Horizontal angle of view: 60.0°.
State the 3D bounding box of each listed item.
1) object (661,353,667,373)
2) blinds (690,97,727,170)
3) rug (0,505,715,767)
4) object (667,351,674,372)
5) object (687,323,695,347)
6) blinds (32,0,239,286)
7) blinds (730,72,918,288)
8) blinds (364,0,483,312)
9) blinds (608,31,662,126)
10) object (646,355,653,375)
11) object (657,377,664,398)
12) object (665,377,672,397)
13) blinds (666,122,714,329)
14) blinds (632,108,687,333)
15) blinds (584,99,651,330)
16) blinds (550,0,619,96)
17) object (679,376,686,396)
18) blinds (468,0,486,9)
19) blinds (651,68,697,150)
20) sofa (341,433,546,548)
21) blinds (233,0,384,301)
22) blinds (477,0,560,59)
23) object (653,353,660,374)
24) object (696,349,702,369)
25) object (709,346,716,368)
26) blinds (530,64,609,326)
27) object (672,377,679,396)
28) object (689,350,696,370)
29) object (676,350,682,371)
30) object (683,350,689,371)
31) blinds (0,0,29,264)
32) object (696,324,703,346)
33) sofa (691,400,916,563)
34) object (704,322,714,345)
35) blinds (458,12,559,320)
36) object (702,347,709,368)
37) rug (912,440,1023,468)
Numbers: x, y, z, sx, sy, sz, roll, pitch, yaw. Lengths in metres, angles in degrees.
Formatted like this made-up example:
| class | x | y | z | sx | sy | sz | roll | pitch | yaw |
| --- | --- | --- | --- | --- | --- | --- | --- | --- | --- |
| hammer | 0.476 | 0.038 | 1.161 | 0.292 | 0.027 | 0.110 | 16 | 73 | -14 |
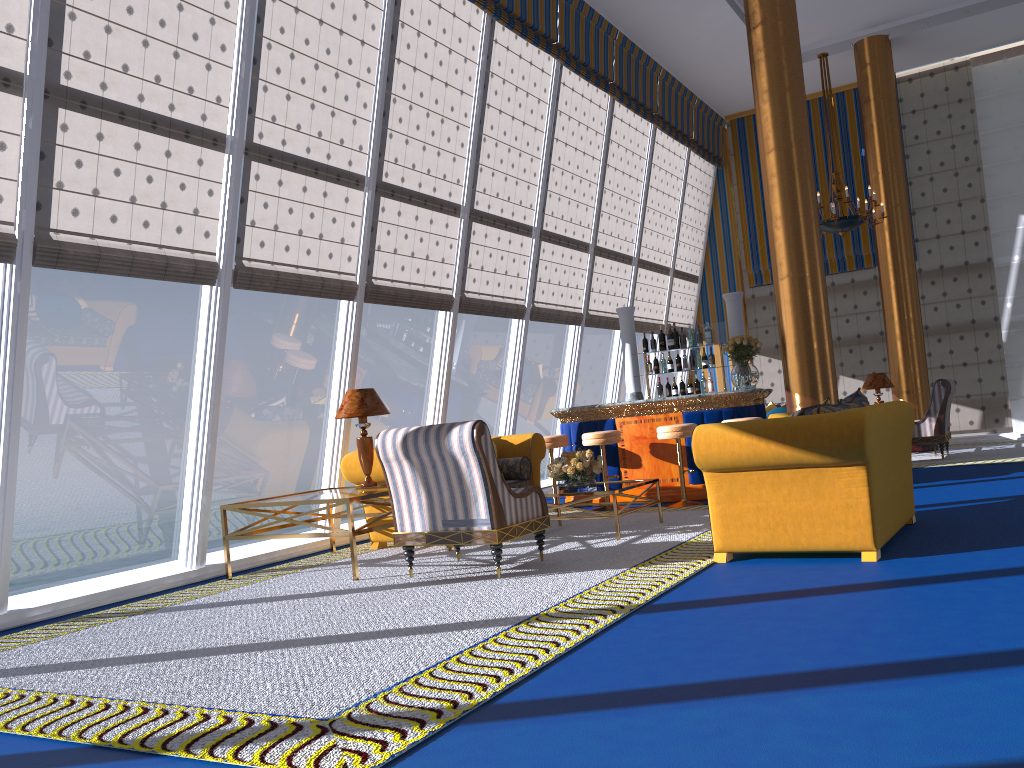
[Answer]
| class | x | y | z | sx | sy | sz | roll | pitch | yaw |
| --- | --- | --- | --- | --- | --- | --- | --- | --- | --- |
| object | 1.760 | -0.244 | 10.292 | 0.059 | 0.229 | 0.058 | -5 | -2 | -11 |
| blinds | 3.208 | -4.093 | 14.693 | 0.335 | 0.830 | 1.538 | -7 | -3 | 30 |
| rug | -0.404 | 1.254 | 6.025 | 3.561 | 0.010 | 6.313 | -7 | -3 | 30 |
| object | 1.829 | -0.256 | 10.256 | 0.068 | 0.243 | 0.069 | -6 | -2 | 11 |
| object | 2.045 | -0.558 | 10.160 | 0.068 | 0.271 | 0.070 | -7 | -3 | 40 |
| blinds | -2.297 | -2.435 | 5.706 | 0.867 | 3.392 | 1.377 | -7 | -2 | 30 |
| blinds | 5.028 | -3.250 | 14.514 | 2.638 | 2.989 | 0.153 | -7 | -2 | 29 |
| blinds | -0.766 | -2.463 | 8.343 | 0.867 | 3.392 | 1.377 | -7 | -2 | 30 |
| blinds | 1.647 | -4.065 | 12.002 | 0.335 | 0.830 | 1.538 | -7 | -3 | 30 |
| object | 1.600 | -0.223 | 10.338 | 0.066 | 0.224 | 0.066 | -6 | -2 | -1 |
| object | 1.720 | 0.039 | 10.309 | 0.071 | 0.242 | 0.071 | -6 | -2 | 12 |
| object | 1.815 | 0.046 | 10.296 | 0.065 | 0.244 | 0.066 | -7 | -2 | 34 |
| blinds | 3.046 | -2.531 | 14.914 | 0.867 | 3.392 | 1.377 | -7 | -2 | 30 |
| blinds | 2.294 | -2.517 | 13.618 | 0.867 | 3.392 | 1.377 | -7 | -2 | 30 |
| blinds | 1.513 | -2.503 | 12.271 | 0.867 | 3.392 | 1.377 | -7 | -2 | 30 |
| blinds | 0.865 | -4.051 | 10.654 | 0.335 | 0.830 | 1.538 | -7 | -3 | 30 |
| object | 1.963 | 0.024 | 10.219 | 0.065 | 0.244 | 0.066 | -6 | -2 | 11 |
| blinds | -0.696 | -4.023 | 7.963 | 0.335 | 0.830 | 1.538 | -7 | -3 | 30 |
| blinds | 2.426 | -4.079 | 13.346 | 0.335 | 0.830 | 1.538 | -7 | -3 | 30 |
| sofa | -0.529 | 0.923 | 7.958 | 0.993 | 0.854 | 1.862 | -7 | -3 | 30 |
| blinds | -1.522 | -2.449 | 7.040 | 0.867 | 3.392 | 1.377 | -7 | -2 | 30 |
| blinds | 0.083 | -4.037 | 9.307 | 0.335 | 0.830 | 1.538 | -7 | -3 | 30 |
| object | 1.678 | -0.242 | 10.323 | 0.065 | 0.244 | 0.066 | -6 | -2 | 11 |
| object | 2.141 | -0.287 | 10.163 | 0.059 | 0.229 | 0.058 | -5 | -2 | -11 |
| object | 2.273 | -0.308 | 10.093 | 0.072 | 0.244 | 0.071 | -4 | -3 | -40 |
| blinds | 0.768 | -2.490 | 10.987 | 0.867 | 3.392 | 1.377 | -7 | -2 | 30 |
| object | 1.885 | 0.037 | 10.259 | 0.068 | 0.243 | 0.069 | -6 | -2 | 11 |
| object | 2.068 | -0.279 | 10.179 | 0.071 | 0.232 | 0.072 | -6 | -2 | 8 |
| object | 1.919 | -0.270 | 10.223 | 0.065 | 0.244 | 0.066 | -6 | -2 | 11 |
| object | 1.988 | -0.276 | 10.188 | 0.057 | 0.239 | 0.057 | -6 | -2 | 4 |
| blinds | -3.042 | -2.422 | 4.422 | 0.867 | 3.392 | 1.377 | -7 | -2 | 30 |
| object | 2.142 | -0.558 | 10.149 | 0.072 | 0.246 | 0.072 | -5 | -2 | -11 |
| sofa | 1.971 | 0.589 | 5.734 | 1.002 | 0.854 | 1.865 | -7 | -3 | 31 |
| object | 2.246 | -0.577 | 10.136 | 0.091 | 0.259 | 0.092 | -6 | -2 | 13 |
| blinds | -0.008 | -2.476 | 9.651 | 0.867 | 3.392 | 1.377 | -7 | -2 | 30 |
| object | 2.201 | -0.299 | 10.129 | 0.068 | 0.243 | 0.069 | -6 | -2 | 11 |
| rug | 4.615 | 1.049 | 12.162 | 6.203 | 0.011 | 3.626 | -7 | -3 | 29 |
